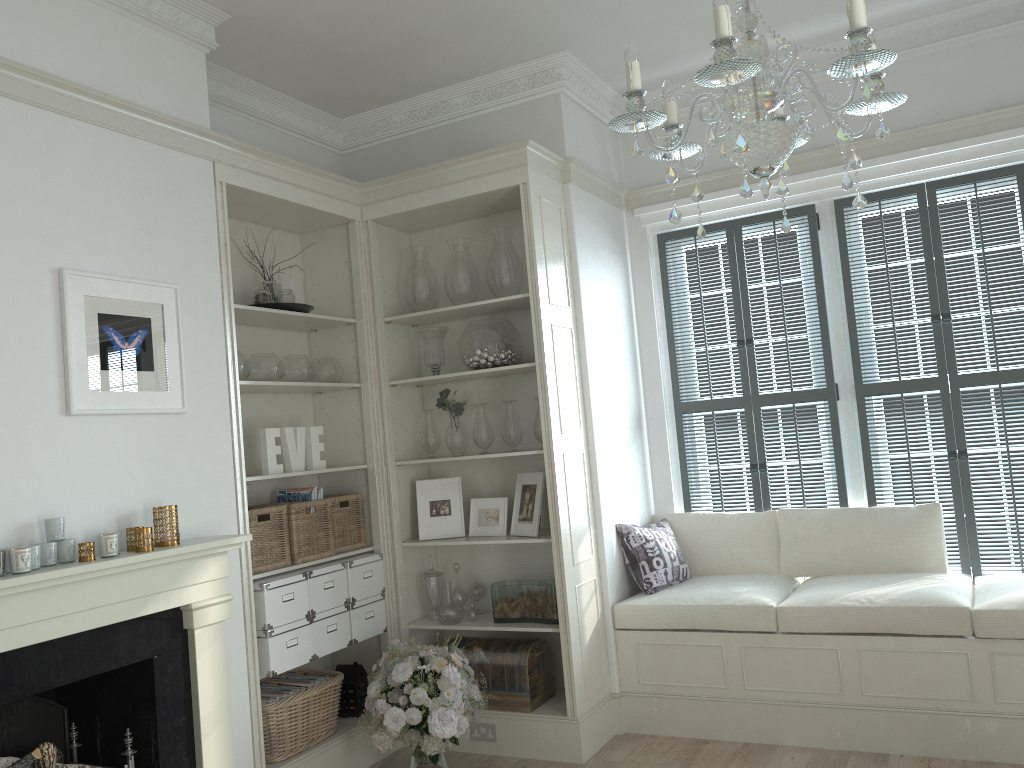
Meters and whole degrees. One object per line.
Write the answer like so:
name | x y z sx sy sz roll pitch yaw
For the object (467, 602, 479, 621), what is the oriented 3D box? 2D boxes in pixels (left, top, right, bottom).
object | -0.195 1.130 4.403 0.056 0.090 0.056 -3 -4 -31

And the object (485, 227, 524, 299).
object | -0.039 -0.581 4.391 0.193 0.362 0.193 -6 -4 11

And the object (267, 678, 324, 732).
object | -0.983 1.456 4.005 0.274 0.238 0.088 -7 -4 28

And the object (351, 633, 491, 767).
object | -0.383 1.418 3.870 0.570 0.643 0.544 -6 -4 19

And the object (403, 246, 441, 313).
object | -0.474 -0.526 4.637 0.193 0.362 0.193 -6 -4 11

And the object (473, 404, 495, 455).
object | -0.145 0.227 4.453 0.110 0.251 0.110 -5 -4 -1

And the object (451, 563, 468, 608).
object | -0.277 1.056 4.568 0.088 0.271 0.088 -7 -4 33

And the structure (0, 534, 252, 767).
structure | -1.473 1.170 2.774 1.026 1.191 1.432 -7 -4 28

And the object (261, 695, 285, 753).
object | -1.103 1.453 3.794 0.274 0.238 0.088 -7 -4 28

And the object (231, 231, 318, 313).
object | -1.130 -0.557 4.216 0.457 0.485 0.399 -4 -4 -22

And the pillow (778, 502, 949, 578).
pillow | 1.738 0.791 4.444 0.787 0.360 0.193 -7 -4 28

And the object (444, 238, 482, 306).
object | -0.253 -0.553 4.530 0.193 0.362 0.193 -6 -4 11

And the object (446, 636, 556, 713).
object | -0.071 1.389 4.312 0.475 0.297 0.290 -7 -4 28

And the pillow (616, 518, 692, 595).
pillow | 0.762 0.897 4.619 0.229 0.398 0.550 -8 -5 40

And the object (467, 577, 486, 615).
object | -0.183 1.091 4.579 0.094 0.188 0.094 -4 -4 -20

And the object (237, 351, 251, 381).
object | -1.236 -0.068 3.867 0.185 0.140 0.185 -2 -5 -43

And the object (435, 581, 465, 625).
object | -0.313 1.085 4.405 0.148 0.200 0.148 -5 -4 -5

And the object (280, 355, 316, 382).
object | -1.035 -0.062 4.247 0.185 0.140 0.185 -2 -5 -43

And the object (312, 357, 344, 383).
object | -0.934 -0.059 4.438 0.185 0.140 0.185 -2 -5 -43

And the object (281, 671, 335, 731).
object | -0.945 1.457 4.077 0.274 0.238 0.088 -7 -4 27

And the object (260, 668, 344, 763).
object | -1.021 1.467 3.933 0.408 0.263 0.554 -7 -4 28

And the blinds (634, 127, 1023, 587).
blinds | 2.180 -0.056 4.363 3.076 2.238 0.141 -7 -4 28

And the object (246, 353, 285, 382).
object | -1.135 -0.065 4.057 0.185 0.140 0.185 -2 -5 -43

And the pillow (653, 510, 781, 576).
pillow | 1.096 0.872 4.786 0.695 0.360 0.187 -7 -4 28

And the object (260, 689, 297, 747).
object | -1.062 1.454 3.856 0.274 0.238 0.088 -7 -4 28

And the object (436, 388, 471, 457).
object | -0.296 0.194 4.543 0.166 0.355 0.206 -3 -4 -23

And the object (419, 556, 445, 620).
object | -0.405 1.042 4.535 0.129 0.315 0.129 -7 -4 33

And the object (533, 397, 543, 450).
object | 0.156 0.190 4.295 0.110 0.251 0.110 -5 -4 -1

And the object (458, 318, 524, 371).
object | -0.104 -0.188 4.422 0.329 0.249 0.329 -5 -4 2

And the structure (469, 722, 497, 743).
structure | -0.135 1.628 4.148 0.140 0.084 0.010 -7 -4 28

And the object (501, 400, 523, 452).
object | -0.002 0.210 4.378 0.110 0.251 0.110 -5 -4 -1

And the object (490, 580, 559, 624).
object | 0.094 1.051 4.291 0.387 0.180 0.171 -7 -4 28

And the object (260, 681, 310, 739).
object | -1.023 1.455 3.928 0.274 0.238 0.088 -7 -4 27

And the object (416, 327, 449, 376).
object | -0.398 -0.156 4.562 0.168 0.256 0.168 -4 -4 -15

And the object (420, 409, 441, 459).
object | -0.424 0.261 4.600 0.110 0.251 0.110 -5 -4 -1
